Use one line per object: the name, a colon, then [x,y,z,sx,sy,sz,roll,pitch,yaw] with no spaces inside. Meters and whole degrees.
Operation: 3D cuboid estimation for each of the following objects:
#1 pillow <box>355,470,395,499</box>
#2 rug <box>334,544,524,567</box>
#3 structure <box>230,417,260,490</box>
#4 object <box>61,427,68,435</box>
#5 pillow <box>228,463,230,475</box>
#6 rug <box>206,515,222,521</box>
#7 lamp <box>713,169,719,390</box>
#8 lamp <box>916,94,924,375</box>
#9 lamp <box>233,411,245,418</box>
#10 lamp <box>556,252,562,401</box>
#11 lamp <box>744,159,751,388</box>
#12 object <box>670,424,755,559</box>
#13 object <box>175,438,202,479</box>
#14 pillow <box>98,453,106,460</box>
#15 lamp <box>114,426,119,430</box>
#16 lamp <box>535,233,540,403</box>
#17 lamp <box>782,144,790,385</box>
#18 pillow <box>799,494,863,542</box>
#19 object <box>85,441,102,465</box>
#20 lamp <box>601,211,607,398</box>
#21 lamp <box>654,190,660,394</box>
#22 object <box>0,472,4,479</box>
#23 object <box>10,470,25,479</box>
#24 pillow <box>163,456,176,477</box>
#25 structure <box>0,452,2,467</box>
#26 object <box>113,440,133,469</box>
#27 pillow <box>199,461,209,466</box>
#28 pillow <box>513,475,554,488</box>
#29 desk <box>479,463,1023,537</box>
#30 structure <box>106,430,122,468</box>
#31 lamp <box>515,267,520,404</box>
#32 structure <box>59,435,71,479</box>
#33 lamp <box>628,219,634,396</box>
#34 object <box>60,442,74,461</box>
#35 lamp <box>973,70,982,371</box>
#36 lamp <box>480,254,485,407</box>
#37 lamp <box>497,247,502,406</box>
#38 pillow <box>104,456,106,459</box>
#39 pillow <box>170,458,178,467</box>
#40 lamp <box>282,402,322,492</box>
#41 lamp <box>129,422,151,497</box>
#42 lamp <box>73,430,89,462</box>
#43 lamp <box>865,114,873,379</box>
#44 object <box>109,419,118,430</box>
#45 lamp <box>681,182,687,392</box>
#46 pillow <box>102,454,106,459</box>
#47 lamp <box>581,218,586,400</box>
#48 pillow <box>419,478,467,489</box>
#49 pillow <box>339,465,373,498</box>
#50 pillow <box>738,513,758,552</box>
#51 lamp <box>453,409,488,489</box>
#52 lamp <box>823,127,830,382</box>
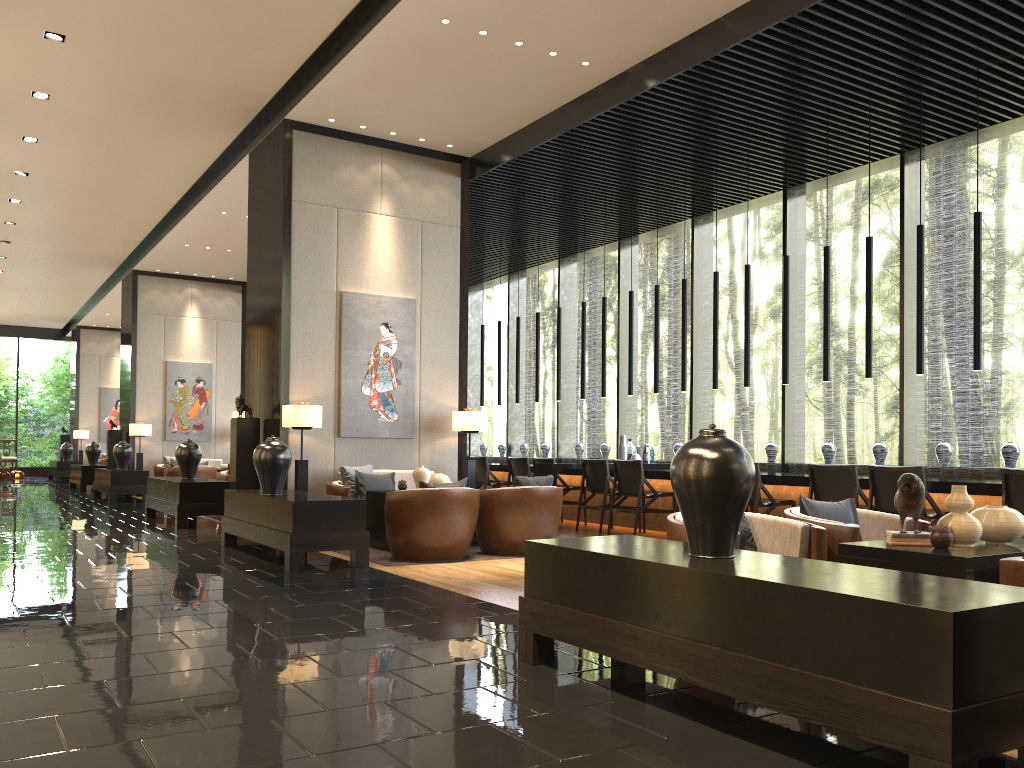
pillow: [-1.365,1.029,8.819,0.472,0.360,0.219,3,-3,-35]
rug: [-0.727,1.519,8.300,1.960,0.008,2.244,3,-5,-32]
structure: [-2.767,0.958,9.159,0.240,1.216,0.240,1,-1,-32]
object: [-12.312,1.276,24.357,0.176,0.245,0.116,2,-2,-27]
pillow: [-3.643,1.252,11.986,0.399,0.362,0.222,2,-2,-31]
rug: [-2.706,1.736,11.455,2.043,0.008,2.244,3,-5,-32]
lamp: [2.186,-1.146,9.484,0.060,2.418,0.060,1,-1,-37]
lamp: [3.448,-1.284,7.473,0.060,2.418,0.060,1,-1,-37]
lamp: [-2.997,0.976,10.096,0.375,1.317,0.375,0,-1,12]
lamp: [0.639,-0.977,11.950,0.060,2.418,0.060,1,-1,-37]
lamp: [2.423,-1.172,9.106,0.060,2.418,0.060,1,-1,-37]
object: [0.747,0.396,3.307,0.312,0.492,0.311,2,-3,-43]
object: [-3.937,0.909,10.773,0.311,0.492,0.312,-1,-2,39]
pillow: [-11.046,2.055,24.059,0.201,0.399,0.433,-1,-3,36]
lamp: [-7.742,1.479,17.657,0.375,1.349,0.375,1,-1,-13]
lamp: [0.365,-0.947,12.387,0.060,2.418,0.060,1,-1,-37]
lamp: [2.690,-1.201,8.682,0.060,2.418,0.060,1,-1,-27]
pillow: [1.773,0.784,4.969,0.442,0.338,0.205,2,-2,-25]
object: [-8.654,1.425,18.291,0.311,0.492,0.312,1,-2,-13]
lamp: [1.161,-1.034,11.118,0.060,2.418,0.060,1,-1,-37]
lamp: [1.686,-1.091,10.281,0.060,2.418,0.060,1,-1,-37]
object: [-13.623,2.403,23.349,0.370,0.229,0.370,2,-4,-30]
object: [-13.475,2.461,24.101,0.370,0.229,0.370,-1,-4,30]
pillow: [-6.249,1.529,16.413,0.201,0.399,0.433,-1,-3,36]
structure: [-14.308,2.201,23.965,0.874,0.709,0.875,3,-4,-44]
object: [-6.606,1.201,15.027,0.311,0.492,0.312,1,-2,-13]
pillow: [-5.275,1.447,14.739,0.442,0.338,0.205,2,-2,-25]
pillow: [0.167,0.968,7.680,0.399,0.362,0.222,2,-2,-31]
desk: [-1.495,1.623,14.806,1.781,0.758,28.767,3,-5,-32]
structure: [-7.529,1.480,16.748,0.240,1.216,0.240,1,-1,-32]
lamp: [0.091,-0.917,12.823,0.060,2.418,0.060,1,-1,-37]
structure: [-12.304,2.003,24.358,0.240,1.216,0.240,1,-1,-32]
lamp: [1.439,-1.064,10.676,0.060,2.418,0.060,1,-1,-37]
object: [-11.408,1.727,22.680,0.311,0.492,0.312,1,-2,-13]
lamp: [3.711,-1.313,7.055,0.060,2.418,0.060,1,-1,-27]
lamp: [-0.451,-0.857,13.687,0.060,2.418,0.060,1,-1,-37]
lamp: [-0.181,-0.887,13.257,0.060,2.418,0.060,1,-1,-37]
pillow: [-10.072,1.972,22.385,0.442,0.338,0.205,2,-2,-25]
pillow: [-6.081,1.546,16.335,0.472,0.360,0.219,3,-3,-35]
lamp: [-2.036,0.856,8.564,0.375,1.346,0.375,0,-1,19]
lamp: [-6.780,1.374,16.126,0.375,1.349,0.375,1,-1,-13]
lamp: [-11.560,1.898,23.744,0.375,1.349,0.375,1,-1,-3]
lamp: [3.185,-1.256,7.892,0.060,2.418,0.060,1,-1,-27]
object: [-7.548,0.767,16.758,0.162,0.217,0.102,3,-3,-44]
lamp: [1.929,-1.118,9.895,0.060,2.418,0.060,1,-1,-37]
pillow: [-10.879,2.071,23.981,0.472,0.360,0.219,3,-3,-35]
lamp: [0.932,-1.009,11.483,0.060,2.418,0.060,1,-1,-37]
pillow: [-0.559,0.930,7.223,0.442,0.338,0.205,2,-2,-25]
pillow: [-1.533,1.013,8.897,0.201,0.399,0.433,-1,-3,36]
pillow: [1.047,0.739,4.511,0.399,0.362,0.222,2,-2,-31]
lamp: [-0.458,0.945,9.554,0.375,1.349,0.375,1,-1,-3]
lamp: [2.944,-1.229,8.276,0.060,2.418,0.060,1,-1,-37]
